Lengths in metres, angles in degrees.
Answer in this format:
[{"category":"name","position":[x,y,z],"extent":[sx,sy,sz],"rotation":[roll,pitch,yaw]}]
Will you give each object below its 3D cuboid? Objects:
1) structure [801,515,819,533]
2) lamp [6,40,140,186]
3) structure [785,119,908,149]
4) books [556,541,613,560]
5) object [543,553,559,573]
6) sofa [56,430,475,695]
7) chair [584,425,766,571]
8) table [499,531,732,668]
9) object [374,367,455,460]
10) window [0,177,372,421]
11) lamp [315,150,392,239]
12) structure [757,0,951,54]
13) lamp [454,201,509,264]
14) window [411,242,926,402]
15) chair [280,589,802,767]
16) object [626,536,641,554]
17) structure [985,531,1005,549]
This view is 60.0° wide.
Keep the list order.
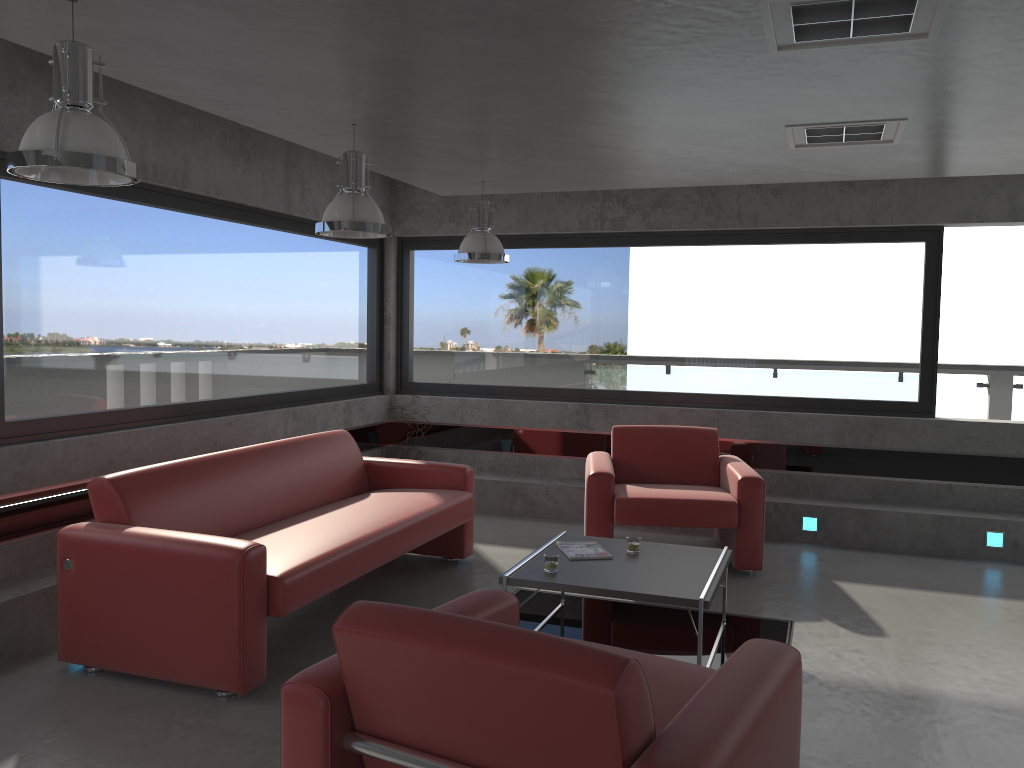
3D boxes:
[{"category":"structure","position":[2.288,1.076,6.813],"extent":[0.123,0.123,0.004],"rotation":[2,4,20]},{"category":"lamp","position":[-1.423,-0.887,2.881],"extent":[0.389,0.422,0.388],"rotation":[2,4,20]},{"category":"structure","position":[1.724,-1.405,4.592],"extent":[0.563,0.240,0.563],"rotation":[2,4,20]},{"category":"books","position":[0.384,0.888,4.761],"extent":[0.228,0.022,0.326],"rotation":[0,4,-10]},{"category":"object","position":[0.194,0.881,4.368],"extent":[0.079,0.077,0.079],"rotation":[1,4,3]},{"category":"sofa","position":[-1.143,0.810,5.104],"extent":[1.120,0.854,2.626],"rotation":[2,4,20]},{"category":"chair","position":[1.123,0.771,6.349],"extent":[1.196,0.854,1.130],"rotation":[1,4,5]},{"category":"table","position":[0.567,1.120,4.560],"extent":[0.994,0.436,1.018],"rotation":[2,4,20]},{"category":"object","position":[-0.823,0.506,7.190],"extent":[0.531,1.289,0.466],"rotation":[3,4,32]},{"category":"window","position":[-2.621,-0.450,4.670],"extent":[0.003,1.364,7.800],"rotation":[2,4,20]},{"category":"lamp","position":[-0.816,-0.982,4.574],"extent":[0.389,0.422,0.388],"rotation":[2,4,20]},{"category":"structure","position":[1.121,-1.312,2.910],"extent":[0.563,0.240,0.563],"rotation":[2,4,20]},{"category":"lamp","position":[-0.210,-1.076,6.266],"extent":[0.388,0.422,0.389],"rotation":[1,4,9]},{"category":"window","position":[1.118,-0.579,7.755],"extent":[4.583,1.364,0.003],"rotation":[2,4,20]},{"category":"chair","position":[0.146,0.987,2.591],"extent":[1.196,0.854,1.130],"rotation":[3,4,30]},{"category":"object","position":[0.653,0.864,4.766],"extent":[0.079,0.077,0.079],"rotation":[3,4,28]},{"category":"structure","position":[3.479,1.122,6.389],"extent":[0.123,0.123,0.004],"rotation":[2,4,20]}]
